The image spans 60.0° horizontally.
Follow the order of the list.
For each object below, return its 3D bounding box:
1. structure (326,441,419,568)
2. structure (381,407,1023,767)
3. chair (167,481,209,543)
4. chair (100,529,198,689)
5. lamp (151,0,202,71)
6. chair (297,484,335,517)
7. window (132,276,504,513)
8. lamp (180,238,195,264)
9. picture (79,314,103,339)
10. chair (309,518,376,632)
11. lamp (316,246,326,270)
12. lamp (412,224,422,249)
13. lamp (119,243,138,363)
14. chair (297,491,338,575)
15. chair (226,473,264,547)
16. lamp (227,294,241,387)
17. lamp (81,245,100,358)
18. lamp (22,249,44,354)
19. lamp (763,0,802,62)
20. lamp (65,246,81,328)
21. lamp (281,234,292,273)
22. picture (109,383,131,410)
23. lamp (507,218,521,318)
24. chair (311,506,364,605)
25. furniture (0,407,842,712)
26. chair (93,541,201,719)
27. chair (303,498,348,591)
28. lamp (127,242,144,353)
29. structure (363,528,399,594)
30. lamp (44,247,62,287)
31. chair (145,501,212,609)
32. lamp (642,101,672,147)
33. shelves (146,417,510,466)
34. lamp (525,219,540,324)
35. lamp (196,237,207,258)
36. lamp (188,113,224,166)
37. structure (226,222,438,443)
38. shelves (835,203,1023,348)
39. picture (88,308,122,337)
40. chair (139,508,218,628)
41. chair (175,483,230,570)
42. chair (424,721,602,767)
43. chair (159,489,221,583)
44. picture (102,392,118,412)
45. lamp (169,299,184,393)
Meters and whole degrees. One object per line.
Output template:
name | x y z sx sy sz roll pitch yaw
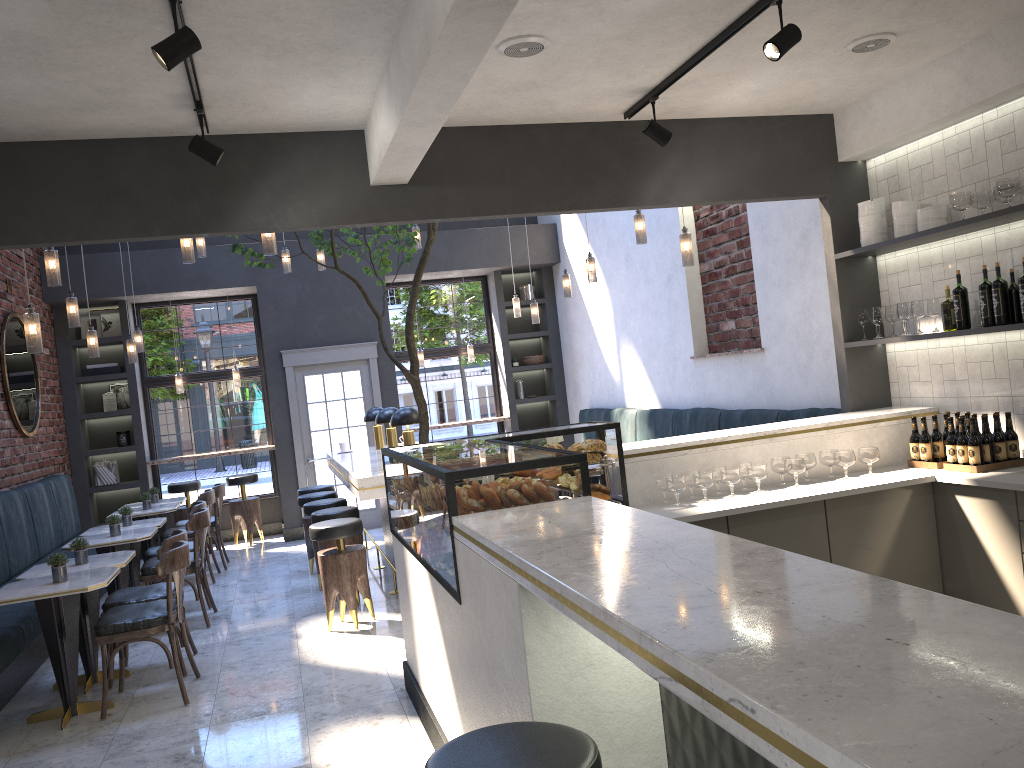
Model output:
structure | -0.946 1.137 7.669 0.990 1.050 3.490 -7 0 -15
structure | 1.670 0.742 2.362 3.204 1.300 5.806 -7 0 -15
chair | -3.778 1.559 10.343 0.372 0.821 0.370 -6 1 37
chair | -2.293 1.397 5.629 0.521 0.851 0.538 -7 1 -14
lamp | -1.102 -1.144 2.899 0.157 0.238 0.087 -7 1 -21
chair | -1.929 1.399 8.910 0.372 0.737 0.370 -6 1 28
window | -0.872 -1.482 5.316 6.403 5.365 12.711 -7 0 -15
lamp | -2.379 -2.847 5.870 0.078 4.105 0.078 -6 1 15
picture | -4.964 -0.667 10.460 0.230 0.313 0.061 -7 1 -15
chair | -1.193 1.330 6.202 0.372 0.737 0.370 -6 1 28
lamp | -2.251 -3.256 9.413 0.078 4.105 0.078 -7 1 -30
lamp | -1.201 -3.435 9.107 0.078 4.105 0.078 -7 1 -30
lamp | -3.821 -2.241 8.375 0.078 4.105 0.078 -7 1 -30
chair | -1.762 1.384 8.219 0.370 0.737 0.372 -7 1 -25
chair | -3.152 1.488 10.491 0.371 0.821 0.371 -6 1 37
lamp | -3.404 -0.673 10.732 0.078 1.429 0.078 -6 1 37
lamp | -3.636 -2.256 7.202 0.078 4.105 0.078 -7 1 -8
lamp | -2.844 -2.208 4.835 0.078 4.105 0.078 -7 1 -30
lamp | 1.059 -1.389 3.491 0.157 0.235 0.087 -7 1 -21
lamp | -3.489 -2.464 6.578 0.078 4.105 0.078 -7 1 -8
lamp | -2.441 -3.139 8.709 0.078 4.105 0.078 -7 1 -30
picture | -4.658 0.153 10.576 0.247 0.326 0.044 -7 1 -15
lamp | -0.164 -2.797 10.025 0.078 4.105 0.078 -7 1 -30
chair | -1.335 1.343 6.893 0.372 0.737 0.370 -6 1 12
furniture | -1.168 1.112 7.540 6.019 1.151 5.342 -7 0 -15
chair | -2.083 1.377 5.087 0.521 0.851 0.538 -7 1 -14
chair | -1.551 1.364 7.559 0.372 0.737 0.370 -6 1 28
lamp | -3.986 -2.359 8.926 0.078 4.105 0.078 -7 1 -30
structure | -0.900 1.554 7.675 0.496 0.210 3.499 -7 0 -15
lamp | -3.076 -2.652 5.489 0.078 4.105 0.078 -7 1 -30
chair | -2.776 1.443 7.397 0.521 0.851 0.539 -7 1 -22
lamp | 0.757 -1.361 4.647 0.157 0.235 0.087 -7 1 -21
shelves | -2.181 0.691 11.048 4.401 0.043 0.384 -7 0 -15
lamp | 0.025 -2.681 9.386 0.078 4.105 0.078 -7 1 -30
lamp | -3.085 -3.212 8.142 0.078 4.105 0.078 -7 1 -30
lamp | -1.404 -1.115 4.055 0.157 0.238 0.087 -7 1 -21
structure | -0.940 -1.340 6.700 3.746 5.989 2.805 -6 1 28
shelves | 2.641 -0.573 3.785 0.300 0.580 3.601 -7 0 -15
picture | -4.818 -0.709 10.536 0.361 0.369 0.055 -7 1 -15
chair | -2.550 1.421 6.805 0.521 0.851 0.538 -7 1 -14
chair | -3.167 1.479 9.082 0.521 0.851 0.497 -7 1 -16
chair | 0.042 1.170 1.840 0.371 0.821 0.371 -6 1 37
chair | -3.081 1.472 8.505 0.521 0.851 0.538 -7 1 -14
picture | -4.769 0.216 10.518 0.161 0.227 0.049 -7 1 -15
lamp | -4.034 -0.601 10.559 0.078 1.429 0.078 -6 1 15
